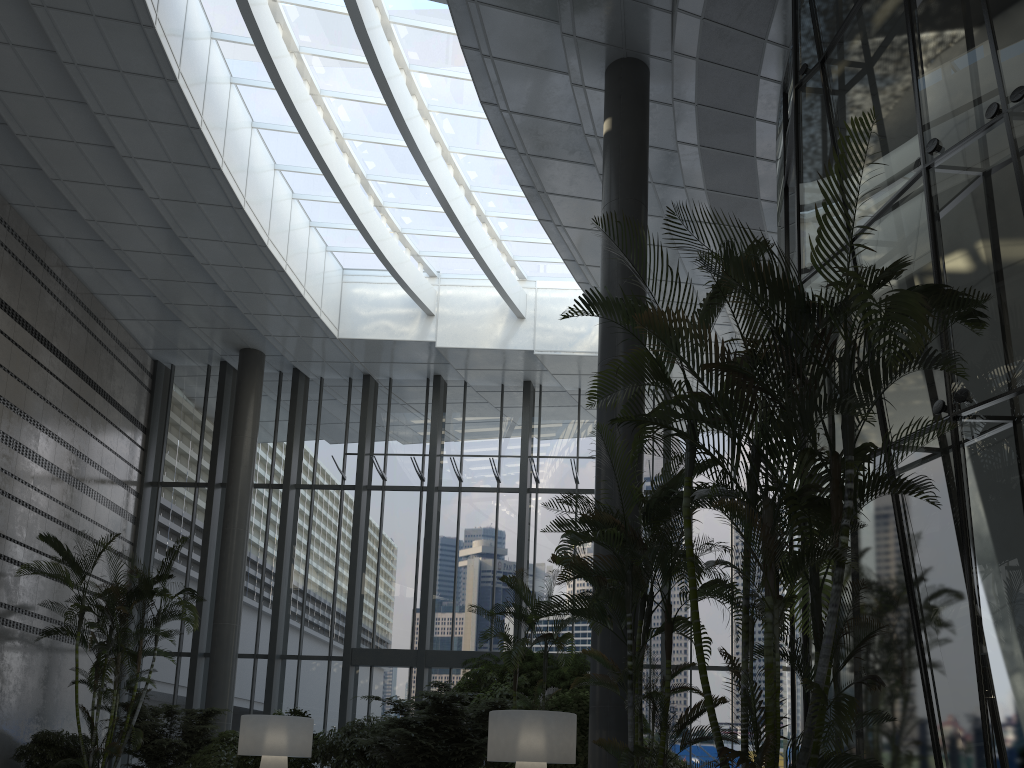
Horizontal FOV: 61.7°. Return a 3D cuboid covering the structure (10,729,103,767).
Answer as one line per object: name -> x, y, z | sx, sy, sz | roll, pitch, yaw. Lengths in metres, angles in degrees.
structure -> -6.922, 6.024, 13.062 | 1.137, 1.454, 1.489 | -13, -23, 43

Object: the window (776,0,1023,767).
window -> 4.598, 1.583, 9.613 | 4.215, 7.463, 16.582 | 1, -22, 5

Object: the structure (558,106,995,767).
structure -> 1.441, 1.048, 4.922 | 2.488, 4.389, 2.641 | 6, -14, -15

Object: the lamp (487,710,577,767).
lamp -> 0.169, 3.922, 8.054 | 0.881, 1.575, 0.849 | 12, -16, -35

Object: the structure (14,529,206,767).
structure -> -5.986, 4.360, 12.775 | 2.514, 4.389, 2.609 | 0, -14, 9

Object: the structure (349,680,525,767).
structure -> -0.970, 4.835, 10.892 | 2.257, 2.189, 2.481 | 5, -18, -10

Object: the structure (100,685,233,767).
structure -> -5.483, 5.941, 13.620 | 1.894, 2.159, 1.961 | 6, -17, -12

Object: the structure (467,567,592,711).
structure -> 0.209, 3.597, 9.316 | 1.433, 3.262, 1.274 | 5, -12, -12

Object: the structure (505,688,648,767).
structure -> 0.740, 4.494, 9.783 | 1.574, 2.003, 1.676 | -13, -22, 43

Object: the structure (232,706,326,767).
structure -> -3.379, 5.621, 12.387 | 1.237, 1.852, 1.479 | -5, -17, 28

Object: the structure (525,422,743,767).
structure -> 0.986, 2.239, 6.552 | 1.675, 3.513, 2.144 | 5, -14, -12

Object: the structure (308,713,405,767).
structure -> -2.027, 5.714, 12.421 | 2.012, 1.779, 1.761 | -10, -21, 33

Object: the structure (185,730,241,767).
structure -> -4.167, 5.984, 12.854 | 1.500, 1.513, 1.636 | 11, -20, -28

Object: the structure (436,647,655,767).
structure -> 0.189, 5.276, 12.495 | 3.741, 2.782, 3.430 | -3, -19, 15

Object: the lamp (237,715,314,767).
lamp -> -2.843, 4.777, 10.158 | 0.829, 1.575, 0.900 | -3, -14, 20

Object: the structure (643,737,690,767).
structure -> 1.551, 5.068, 10.425 | 1.500, 1.513, 1.636 | 11, -20, -28

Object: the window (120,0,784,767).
window -> -2.731, -0.018, 8.868 | 13.489, 9.400, 20.172 | -4, -22, 16
